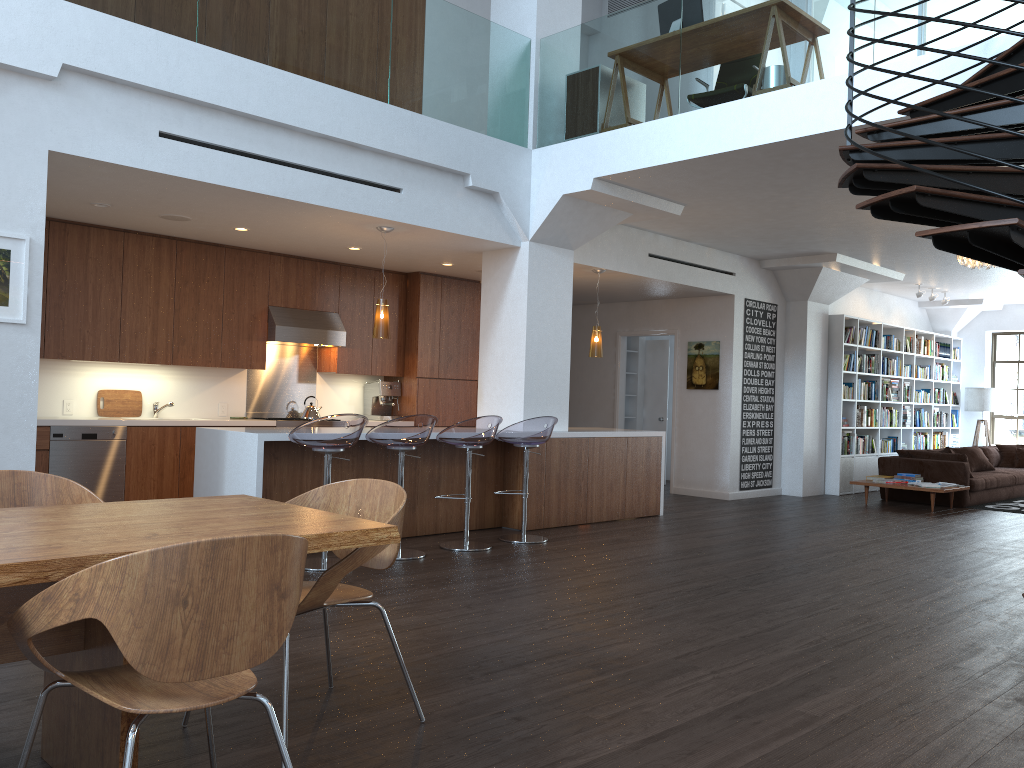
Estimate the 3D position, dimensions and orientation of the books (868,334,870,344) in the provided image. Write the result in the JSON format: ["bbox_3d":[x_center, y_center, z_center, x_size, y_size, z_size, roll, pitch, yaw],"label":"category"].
[{"bbox_3d":[4.952,-0.630,12.499,0.083,0.222,0.161,3,-1,-45],"label":"books"}]

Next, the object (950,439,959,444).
[{"bbox_3d":[7.277,0.964,14.908,0.410,0.088,0.331,3,-1,-45],"label":"object"}]

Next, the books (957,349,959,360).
[{"bbox_3d":[7.470,-0.493,14.992,0.036,0.191,0.139,3,-1,-45],"label":"books"}]

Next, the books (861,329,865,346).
[{"bbox_3d":[4.818,-0.647,12.366,0.105,0.242,0.174,3,-1,-45],"label":"books"}]

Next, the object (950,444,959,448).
[{"bbox_3d":[7.274,1.052,14.906,0.410,0.088,0.331,3,-1,-45],"label":"object"}]

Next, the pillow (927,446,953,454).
[{"bbox_3d":[5.595,1.001,11.477,0.269,0.411,0.559,2,-1,1],"label":"pillow"}]

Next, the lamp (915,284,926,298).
[{"bbox_3d":[5.891,-1.344,12.820,0.120,0.211,0.111,2,-1,-11],"label":"lamp"}]

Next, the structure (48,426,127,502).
[{"bbox_3d":[-3.465,0.711,7.243,0.594,0.736,0.041,3,-1,-45],"label":"structure"}]

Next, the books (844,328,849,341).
[{"bbox_3d":[4.422,-0.654,11.970,0.188,0.215,0.182,3,-1,-45],"label":"books"}]

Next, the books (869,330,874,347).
[{"bbox_3d":[5.003,-0.643,12.541,0.098,0.253,0.182,3,-1,-45],"label":"books"}]

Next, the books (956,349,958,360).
[{"bbox_3d":[7.439,-0.497,14.966,0.045,0.196,0.136,3,-1,-45],"label":"books"}]

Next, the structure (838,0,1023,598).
[{"bbox_3d":[2.506,-0.880,3.928,1.998,4.352,1.998,2,-1,6],"label":"structure"}]

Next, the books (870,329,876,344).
[{"bbox_3d":[5.084,-0.645,12.660,0.103,0.265,0.180,3,-1,-45],"label":"books"}]

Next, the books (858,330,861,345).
[{"bbox_3d":[4.730,-0.641,12.274,0.084,0.222,0.161,3,-1,-45],"label":"books"}]

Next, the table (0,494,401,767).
[{"bbox_3d":[-2.053,0.735,1.704,3.803,0.750,1.012,3,-1,-45],"label":"table"}]

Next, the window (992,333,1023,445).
[{"bbox_3d":[9.911,0.121,13.611,0.114,1.905,4.648,3,-1,-45],"label":"window"}]

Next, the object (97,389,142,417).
[{"bbox_3d":[-3.528,0.176,7.979,0.399,0.250,0.041,3,-1,-45],"label":"object"}]

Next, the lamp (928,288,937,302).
[{"bbox_3d":[6.250,-1.326,13.177,0.120,0.211,0.111,2,-1,4],"label":"lamp"}]

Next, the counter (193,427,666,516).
[{"bbox_3d":[-0.889,0.787,5.996,3.039,0.860,8.182,2,-1,16],"label":"counter"}]

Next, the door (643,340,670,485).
[{"bbox_3d":[1.889,0.389,12.713,0.174,2.032,0.826,3,-1,-45],"label":"door"}]

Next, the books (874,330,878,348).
[{"bbox_3d":[5.133,-0.638,12.678,0.077,0.255,0.182,3,-1,-45],"label":"books"}]

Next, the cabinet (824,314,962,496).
[{"bbox_3d":[5.814,0.352,13.547,4.500,2.414,0.461,3,-1,-45],"label":"cabinet"}]

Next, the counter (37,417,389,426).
[{"bbox_3d":[-2.814,0.354,8.298,4.387,0.050,0.600,3,-1,-45],"label":"counter"}]

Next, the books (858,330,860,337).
[{"bbox_3d":[4.704,-0.640,12.251,0.101,0.218,0.161,3,-1,-45],"label":"books"}]

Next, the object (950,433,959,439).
[{"bbox_3d":[7.275,0.876,14.914,0.410,0.088,0.316,3,-1,-45],"label":"object"}]

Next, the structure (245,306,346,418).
[{"bbox_3d":[-2.178,-0.194,8.977,0.811,1.110,0.529,3,-1,-45],"label":"structure"}]

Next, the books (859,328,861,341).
[{"bbox_3d":[4.746,-0.653,12.302,0.089,0.248,0.159,3,-1,-45],"label":"books"}]

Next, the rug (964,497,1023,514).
[{"bbox_3d":[8.009,1.580,10.407,3.100,0.007,4.200,3,-1,-43],"label":"rug"}]

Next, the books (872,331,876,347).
[{"bbox_3d":[5.061,-0.636,12.605,0.085,0.243,0.174,3,-1,-45],"label":"books"}]

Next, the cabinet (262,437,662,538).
[{"bbox_3d":[-0.385,0.855,7.789,4.493,0.796,0.898,3,-1,-45],"label":"cabinet"}]

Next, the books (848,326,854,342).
[{"bbox_3d":[4.574,-0.664,12.131,0.089,0.248,0.159,3,-1,-45],"label":"books"}]

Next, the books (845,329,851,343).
[{"bbox_3d":[4.480,-0.648,12.040,0.162,0.210,0.167,3,-1,-45],"label":"books"}]

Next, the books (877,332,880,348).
[{"bbox_3d":[5.176,-0.626,12.733,0.077,0.233,0.167,3,-1,-45],"label":"books"}]

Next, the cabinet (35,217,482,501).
[{"bbox_3d":[-2.477,-0.045,8.627,5.299,2.499,0.598,3,-1,-45],"label":"cabinet"}]

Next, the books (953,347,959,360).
[{"bbox_3d":[7.496,-0.512,15.024,0.042,0.231,0.140,3,-1,-45],"label":"books"}]

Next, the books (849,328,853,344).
[{"bbox_3d":[4.558,-0.652,12.103,0.084,0.222,0.161,3,-1,-45],"label":"books"}]

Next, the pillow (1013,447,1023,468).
[{"bbox_3d":[7.828,1.130,13.411,0.489,0.337,0.238,2,-1,15],"label":"pillow"}]

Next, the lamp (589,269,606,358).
[{"bbox_3d":[0.879,-0.725,9.141,0.149,0.900,0.149,2,-1,0],"label":"lamp"}]

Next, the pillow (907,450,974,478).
[{"bbox_3d":[5.432,1.034,11.262,0.750,0.364,0.289,1,-1,44],"label":"pillow"}]

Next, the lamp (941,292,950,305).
[{"bbox_3d":[6.618,-1.308,13.542,0.120,0.211,0.111,2,-1,19],"label":"lamp"}]

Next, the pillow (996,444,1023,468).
[{"bbox_3d":[7.763,1.113,13.615,0.580,0.418,0.334,2,-1,18],"label":"pillow"}]

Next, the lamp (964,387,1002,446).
[{"bbox_3d":[7.840,0.857,14.790,0.545,1.579,0.545,1,-1,34],"label":"lamp"}]

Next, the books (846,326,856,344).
[{"bbox_3d":[4.606,-0.665,12.160,0.118,0.251,0.170,3,-1,-45],"label":"books"}]

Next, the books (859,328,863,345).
[{"bbox_3d":[4.778,-0.653,12.331,0.118,0.251,0.170,3,-1,-45],"label":"books"}]

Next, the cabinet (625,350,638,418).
[{"bbox_3d":[2.207,-0.059,13.340,2.630,2.991,0.527,3,-1,-45],"label":"cabinet"}]

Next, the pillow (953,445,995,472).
[{"bbox_3d":[6.530,1.071,12.560,0.625,0.391,0.325,2,-1,-28],"label":"pillow"}]

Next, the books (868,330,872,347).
[{"bbox_3d":[4.978,-0.642,12.519,0.089,0.248,0.159,3,-1,-45],"label":"books"}]

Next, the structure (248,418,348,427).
[{"bbox_3d":[-2.164,0.810,8.914,0.811,0.919,0.662,3,-1,-45],"label":"structure"}]

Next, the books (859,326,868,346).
[{"bbox_3d":[4.877,-0.669,12.433,0.125,0.293,0.176,3,-1,-45],"label":"books"}]

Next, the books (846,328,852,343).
[{"bbox_3d":[4.532,-0.651,12.080,0.101,0.218,0.161,3,-1,-45],"label":"books"}]

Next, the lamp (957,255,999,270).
[{"bbox_3d":[4.225,-1.305,7.926,0.442,0.539,0.441,2,-1,-2],"label":"lamp"}]

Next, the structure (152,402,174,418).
[{"bbox_3d":[-3.196,0.236,8.115,0.263,0.155,0.064,1,-1,29],"label":"structure"}]

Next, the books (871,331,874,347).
[{"bbox_3d":[5.029,-0.643,12.582,0.077,0.255,0.182,3,-1,-45],"label":"books"}]

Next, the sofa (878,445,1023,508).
[{"bbox_3d":[7.425,1.252,11.733,4.197,0.664,3.481,3,-1,-45],"label":"sofa"}]

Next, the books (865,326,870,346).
[{"bbox_3d":[4.918,-0.666,12.480,0.136,0.290,0.197,3,-1,-45],"label":"books"}]

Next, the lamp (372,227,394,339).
[{"bbox_3d":[0.307,-1.226,7.358,2.842,1.807,0.149,2,-1,-6],"label":"lamp"}]

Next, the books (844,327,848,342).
[{"bbox_3d":[4.444,-0.657,12.024,0.173,0.226,0.182,3,-1,-45],"label":"books"}]

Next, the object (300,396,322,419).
[{"bbox_3d":[-2.082,0.240,9.199,0.222,0.235,0.222,2,-1,20],"label":"object"}]

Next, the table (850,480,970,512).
[{"bbox_3d":[4.814,1.347,10.754,0.853,0.271,1.100,3,-1,-45],"label":"table"}]

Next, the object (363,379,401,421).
[{"bbox_3d":[-1.389,0.181,9.779,0.284,0.455,0.439,3,-1,-45],"label":"object"}]
